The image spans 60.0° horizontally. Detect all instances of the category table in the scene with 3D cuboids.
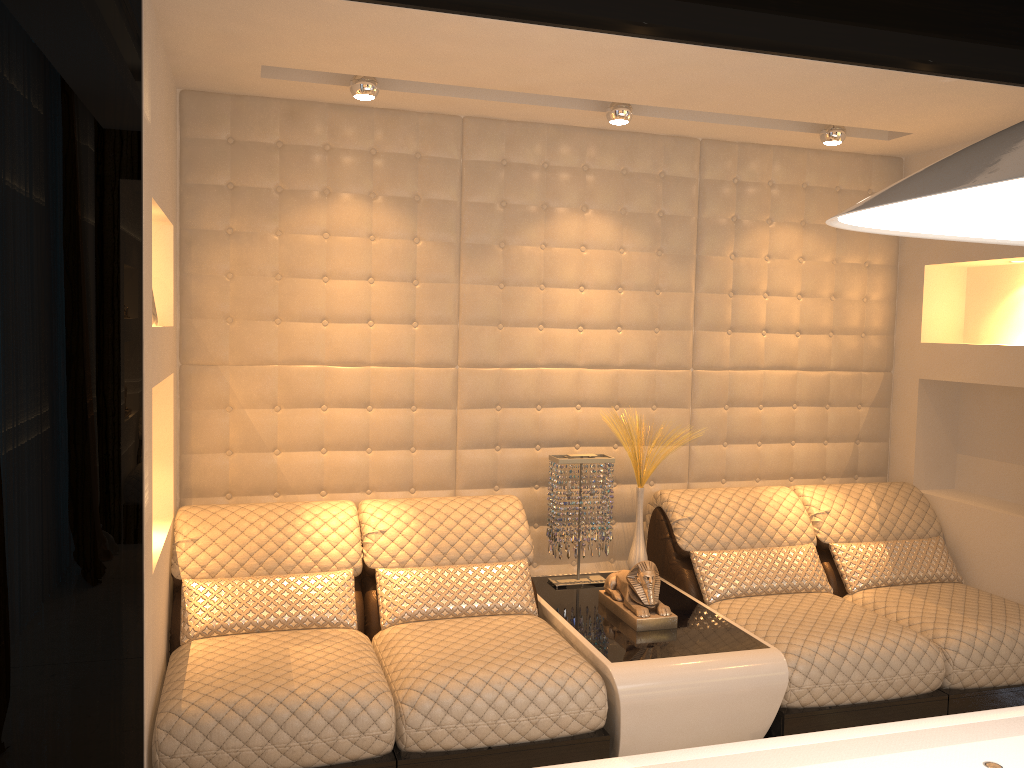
[{"bbox_3d":[0.433,1.059,3.294,0.608,0.457,1.143,0,4,-17],"label":"table"}]

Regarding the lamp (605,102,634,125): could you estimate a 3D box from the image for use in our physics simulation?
[{"bbox_3d":[0.411,-1.056,3.387,0.107,0.127,0.107,-1,4,-36],"label":"lamp"}]

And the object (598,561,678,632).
[{"bbox_3d":[0.453,0.728,3.213,0.155,0.217,0.344,0,4,-17],"label":"object"}]

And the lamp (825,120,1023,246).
[{"bbox_3d":[1.180,-0.646,0.812,1.578,0.995,0.939,0,4,-17],"label":"lamp"}]

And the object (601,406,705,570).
[{"bbox_3d":[0.566,0.459,3.619,0.390,0.718,0.388,0,4,-26],"label":"object"}]

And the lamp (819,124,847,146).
[{"bbox_3d":[1.327,-1.051,3.663,0.107,0.127,0.107,-1,4,-36],"label":"lamp"}]

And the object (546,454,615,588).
[{"bbox_3d":[0.275,0.546,3.591,0.247,0.522,0.124,0,4,-17],"label":"object"}]

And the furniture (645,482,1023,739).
[{"bbox_3d":[1.349,0.885,3.563,1.312,0.810,1.107,0,4,-17],"label":"furniture"}]

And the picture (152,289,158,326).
[{"bbox_3d":[-1.197,-0.309,2.856,0.094,0.262,0.211,0,4,-17],"label":"picture"}]

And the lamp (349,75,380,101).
[{"bbox_3d":[-0.516,-1.060,3.106,0.107,0.127,0.107,-1,4,-36],"label":"lamp"}]

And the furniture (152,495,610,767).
[{"bbox_3d":[-0.476,0.876,3.011,1.312,0.810,1.107,0,4,-17],"label":"furniture"}]

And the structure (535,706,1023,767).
[{"bbox_3d":[1.147,1.044,0.903,2.912,0.812,1.659,0,4,-17],"label":"structure"}]
